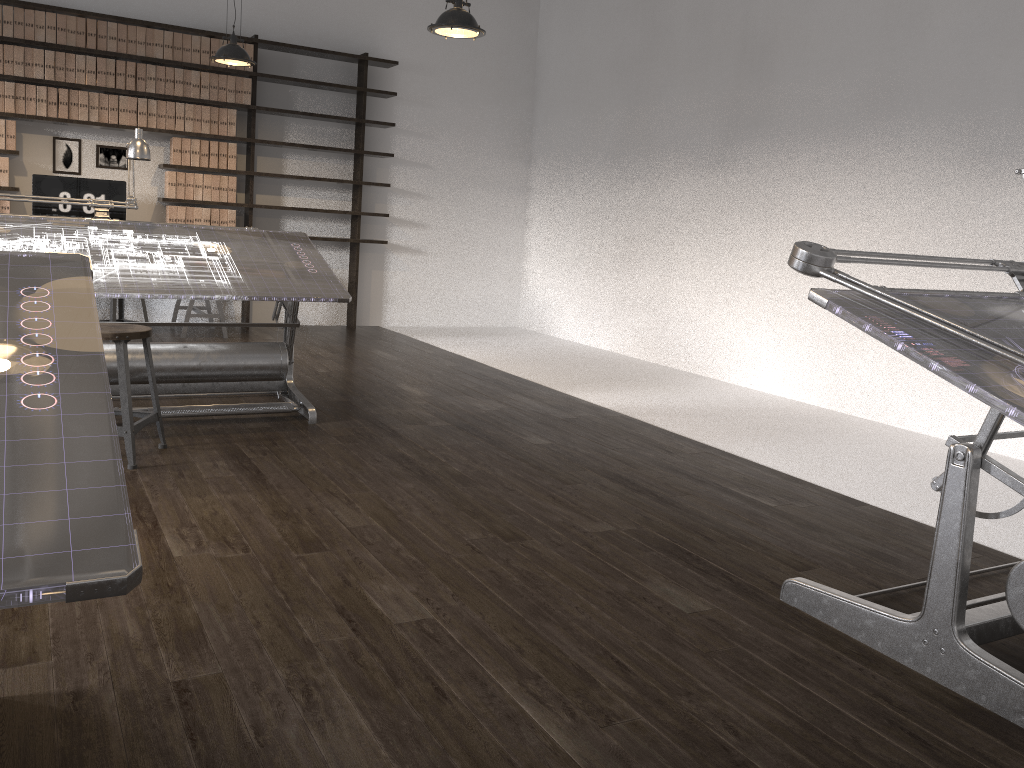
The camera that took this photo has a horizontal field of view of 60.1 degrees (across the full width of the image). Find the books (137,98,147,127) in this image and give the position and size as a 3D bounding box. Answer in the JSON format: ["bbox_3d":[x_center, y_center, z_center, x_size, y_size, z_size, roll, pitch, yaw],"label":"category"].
[{"bbox_3d":[-2.979,-2.174,7.118,0.067,0.224,0.176,0,9,-29],"label":"books"}]

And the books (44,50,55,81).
[{"bbox_3d":[-3.534,-2.421,6.768,0.067,0.224,0.176,0,9,-29],"label":"books"}]

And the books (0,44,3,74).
[{"bbox_3d":[-3.834,-2.413,6.607,0.067,0.224,0.175,0,9,-29],"label":"books"}]

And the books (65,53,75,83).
[{"bbox_3d":[-3.414,-2.426,6.841,0.067,0.224,0.175,0,9,-29],"label":"books"}]

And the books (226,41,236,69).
[{"bbox_3d":[-2.353,-2.730,7.386,0.067,0.224,0.176,0,9,-29],"label":"books"}]

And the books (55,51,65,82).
[{"bbox_3d":[-3.475,-2.424,6.806,0.067,0.224,0.176,0,9,-29],"label":"books"}]

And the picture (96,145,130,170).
[{"bbox_3d":[-3.252,-1.845,7.217,0.251,0.182,0.023,-1,9,-29],"label":"picture"}]

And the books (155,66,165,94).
[{"bbox_3d":[-2.851,-2.443,7.154,0.067,0.224,0.175,0,9,-29],"label":"books"}]

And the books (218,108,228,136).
[{"bbox_3d":[-2.438,-2.191,7.426,0.067,0.224,0.175,0,9,-29],"label":"books"}]

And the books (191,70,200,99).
[{"bbox_3d":[-2.615,-2.449,7.282,0.067,0.224,0.176,0,9,-29],"label":"books"}]

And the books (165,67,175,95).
[{"bbox_3d":[-2.789,-2.445,7.188,0.067,0.224,0.176,0,9,-29],"label":"books"}]

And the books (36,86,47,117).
[{"bbox_3d":[-3.599,-2.155,6.776,0.067,0.224,0.175,0,9,-29],"label":"books"}]

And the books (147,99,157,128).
[{"bbox_3d":[-2.918,-2.176,7.156,0.067,0.224,0.175,0,9,-29],"label":"books"}]

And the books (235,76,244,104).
[{"bbox_3d":[-2.311,-2.459,7.453,0.067,0.224,0.176,0,9,-29],"label":"books"}]

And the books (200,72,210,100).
[{"bbox_3d":[-2.551,-2.451,7.315,0.067,0.224,0.176,0,9,-29],"label":"books"}]

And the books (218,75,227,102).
[{"bbox_3d":[-2.431,-2.455,7.389,0.067,0.224,0.175,0,9,-29],"label":"books"}]

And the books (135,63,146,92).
[{"bbox_3d":[-2.975,-2.439,7.085,0.067,0.224,0.176,0,9,-29],"label":"books"}]

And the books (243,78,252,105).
[{"bbox_3d":[-2.255,-2.460,7.482,0.067,0.224,0.176,0,9,-29],"label":"books"}]

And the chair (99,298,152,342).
[{"bbox_3d":[-2.830,-0.538,6.345,0.373,0.524,0.360,8,9,29],"label":"chair"}]

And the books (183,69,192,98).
[{"bbox_3d":[-2.671,-2.448,7.253,0.067,0.224,0.176,0,9,-29],"label":"books"}]

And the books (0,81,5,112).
[{"bbox_3d":[-3.842,-2.149,6.644,0.067,0.224,0.176,0,9,-29],"label":"books"}]

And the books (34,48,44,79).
[{"bbox_3d":[-3.598,-2.420,6.735,0.067,0.224,0.176,0,9,-29],"label":"books"}]

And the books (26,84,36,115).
[{"bbox_3d":[-3.663,-2.154,6.745,0.067,0.224,0.175,0,9,-29],"label":"books"}]

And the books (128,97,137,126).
[{"bbox_3d":[-3.042,-2.172,7.083,0.067,0.224,0.176,0,9,-29],"label":"books"}]

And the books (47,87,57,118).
[{"bbox_3d":[-3.539,-2.158,6.814,0.067,0.224,0.176,0,9,-29],"label":"books"}]

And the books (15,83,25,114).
[{"bbox_3d":[-3.725,-2.152,6.710,0.067,0.224,0.176,0,9,-29],"label":"books"}]

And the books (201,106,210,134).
[{"bbox_3d":[-2.556,-2.186,7.354,0.067,0.224,0.176,0,9,-29],"label":"books"}]

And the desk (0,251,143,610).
[{"bbox_3d":[-1.549,0.065,0.898,2.069,1.378,1.084,-1,10,-29],"label":"desk"}]

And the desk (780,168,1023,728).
[{"bbox_3d":[1.805,0.006,2.524,2.069,1.378,1.084,-1,10,-29],"label":"desk"}]

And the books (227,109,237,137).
[{"bbox_3d":[-2.374,-2.192,7.457,0.067,0.224,0.175,0,9,-29],"label":"books"}]

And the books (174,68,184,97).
[{"bbox_3d":[-2.727,-2.445,7.216,0.067,0.224,0.176,0,9,-29],"label":"books"}]

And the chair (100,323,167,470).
[{"bbox_3d":[-1.615,0.037,3.539,0.371,0.524,0.361,4,8,-1],"label":"chair"}]

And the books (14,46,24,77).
[{"bbox_3d":[-3.710,-2.416,6.669,0.067,0.224,0.176,0,9,-29],"label":"books"}]

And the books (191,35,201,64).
[{"bbox_3d":[-2.599,-2.722,7.247,0.067,0.224,0.175,0,9,-29],"label":"books"}]

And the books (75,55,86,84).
[{"bbox_3d":[-3.352,-2.427,6.872,0.067,0.224,0.175,0,9,-29],"label":"books"}]

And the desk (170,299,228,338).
[{"bbox_3d":[-3.007,-0.721,6.899,1.669,0.665,0.660,-1,10,-29],"label":"desk"}]

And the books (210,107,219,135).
[{"bbox_3d":[-2.500,-2.189,7.392,0.067,0.224,0.176,0,9,-29],"label":"books"}]

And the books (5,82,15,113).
[{"bbox_3d":[-3.781,-2.150,6.672,0.067,0.224,0.176,0,9,-29],"label":"books"}]

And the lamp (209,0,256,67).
[{"bbox_3d":[-1.848,-3.321,5.962,0.310,2.238,0.315,3,7,-5],"label":"lamp"}]

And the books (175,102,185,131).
[{"bbox_3d":[-2.733,-2.181,7.257,0.067,0.224,0.176,0,9,-29],"label":"books"}]

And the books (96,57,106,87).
[{"bbox_3d":[-3.223,-2.430,6.939,0.067,0.224,0.176,0,9,-29],"label":"books"}]

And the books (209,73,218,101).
[{"bbox_3d":[-2.491,-2.453,7.353,0.067,0.224,0.176,0,9,-29],"label":"books"}]

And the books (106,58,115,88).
[{"bbox_3d":[-3.170,-2.433,6.974,0.067,0.224,0.176,0,9,-29],"label":"books"}]

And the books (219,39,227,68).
[{"bbox_3d":[-2.418,-2.727,7.349,0.067,0.224,0.176,0,9,-29],"label":"books"}]

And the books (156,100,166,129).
[{"bbox_3d":[-2.859,-2.179,7.194,0.067,0.224,0.175,0,9,-29],"label":"books"}]

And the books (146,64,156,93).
[{"bbox_3d":[-2.911,-2.440,7.116,0.067,0.224,0.175,0,9,-29],"label":"books"}]

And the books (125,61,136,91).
[{"bbox_3d":[-3.038,-2.436,7.044,0.067,0.224,0.176,0,9,-29],"label":"books"}]

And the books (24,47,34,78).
[{"bbox_3d":[-3.654,-2.418,6.706,0.067,0.224,0.176,0,9,-29],"label":"books"}]

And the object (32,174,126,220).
[{"bbox_3d":[-3.310,-1.317,6.781,0.643,0.514,0.206,-1,9,-29],"label":"object"}]

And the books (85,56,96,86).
[{"bbox_3d":[-3.287,-2.428,6.904,0.067,0.224,0.176,0,9,-29],"label":"books"}]

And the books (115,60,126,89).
[{"bbox_3d":[-3.105,-2.435,7.013,0.067,0.224,0.176,0,9,-29],"label":"books"}]

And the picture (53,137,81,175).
[{"bbox_3d":[-3.546,-1.816,7.058,0.201,0.283,0.022,-1,8,-30],"label":"picture"}]

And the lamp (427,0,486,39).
[{"bbox_3d":[-0.217,-2.961,4.538,0.314,2.238,0.311,10,9,40],"label":"lamp"}]

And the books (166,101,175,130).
[{"bbox_3d":[-2.797,-2.180,7.226,0.067,0.224,0.176,0,9,-29],"label":"books"}]

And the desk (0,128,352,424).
[{"bbox_3d":[-1.937,-0.558,4.293,2.069,1.378,1.084,-1,10,-29],"label":"desk"}]

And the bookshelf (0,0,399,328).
[{"bbox_3d":[-5.224,-1.290,6.106,9.179,3.187,0.376,-2,9,-29],"label":"bookshelf"}]

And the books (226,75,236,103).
[{"bbox_3d":[-2.367,-2.456,7.417,0.067,0.224,0.176,0,9,-29],"label":"books"}]

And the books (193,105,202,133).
[{"bbox_3d":[-2.617,-2.185,7.326,0.067,0.224,0.176,0,9,-29],"label":"books"}]

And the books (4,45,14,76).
[{"bbox_3d":[-3.772,-2.415,6.641,0.067,0.224,0.176,0,9,-29],"label":"books"}]
